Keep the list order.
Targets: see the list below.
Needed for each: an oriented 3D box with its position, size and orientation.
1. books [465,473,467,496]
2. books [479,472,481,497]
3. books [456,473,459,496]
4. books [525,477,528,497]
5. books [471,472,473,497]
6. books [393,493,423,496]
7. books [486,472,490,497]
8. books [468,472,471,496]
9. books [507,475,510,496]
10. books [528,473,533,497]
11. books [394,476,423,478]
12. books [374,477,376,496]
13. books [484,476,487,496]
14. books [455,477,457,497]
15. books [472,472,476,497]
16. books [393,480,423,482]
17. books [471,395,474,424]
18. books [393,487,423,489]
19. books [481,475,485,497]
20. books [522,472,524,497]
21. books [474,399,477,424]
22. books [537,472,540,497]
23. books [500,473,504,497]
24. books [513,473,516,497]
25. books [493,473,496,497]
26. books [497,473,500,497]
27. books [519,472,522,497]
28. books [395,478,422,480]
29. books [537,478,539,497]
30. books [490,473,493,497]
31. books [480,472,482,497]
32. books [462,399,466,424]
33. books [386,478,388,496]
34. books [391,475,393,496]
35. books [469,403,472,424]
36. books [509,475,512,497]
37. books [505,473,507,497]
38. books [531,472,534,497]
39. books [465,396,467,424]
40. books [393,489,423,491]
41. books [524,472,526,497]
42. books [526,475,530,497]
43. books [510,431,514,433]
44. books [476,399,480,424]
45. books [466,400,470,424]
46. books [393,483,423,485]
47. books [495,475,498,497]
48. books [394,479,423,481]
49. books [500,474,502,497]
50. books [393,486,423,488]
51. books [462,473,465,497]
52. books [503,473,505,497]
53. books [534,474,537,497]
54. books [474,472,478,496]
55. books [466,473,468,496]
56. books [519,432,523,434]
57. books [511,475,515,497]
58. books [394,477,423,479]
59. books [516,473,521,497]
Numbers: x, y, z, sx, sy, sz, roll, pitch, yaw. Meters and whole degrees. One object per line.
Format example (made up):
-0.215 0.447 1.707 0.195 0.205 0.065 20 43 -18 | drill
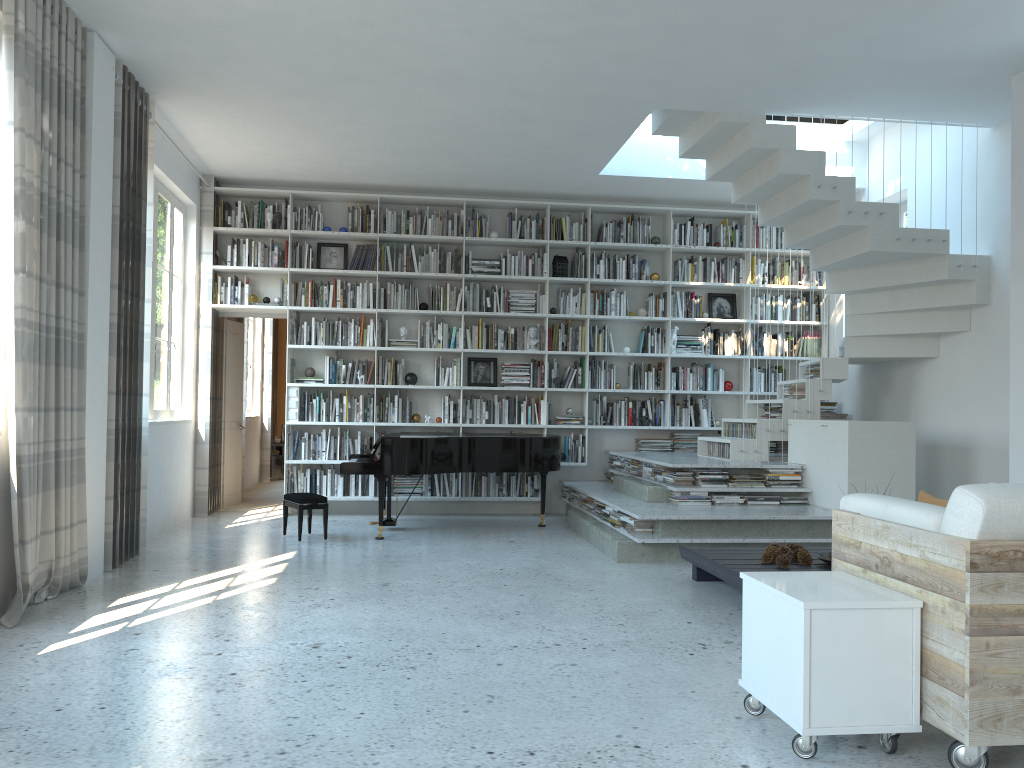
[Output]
-0.467 0.969 8.867 0.014 0.300 0.184 1 -1 -7 | books
-0.330 0.985 8.906 0.012 0.276 0.154 1 -1 -7 | books
-0.545 1.000 8.885 0.021 0.237 0.115 1 -1 -7 | books
0.137 1.036 8.954 0.024 0.191 0.155 1 -1 -7 | books
-0.407 0.952 8.884 0.012 0.337 0.144 1 -1 -7 | books
-1.034 1.099 8.815 0.285 0.007 0.159 1 -2 -7 | books
-0.241 0.977 8.911 0.026 0.294 0.155 1 -1 -7 | books
-0.427 0.989 8.892 0.025 0.263 0.145 1 -1 -7 | books
-0.042 1.022 8.945 0.040 0.212 0.129 1 -1 -7 | books
0.184 1.018 8.961 0.028 0.227 0.162 1 -1 -7 | books
-1.028 0.920 8.806 0.285 0.005 0.159 1 -2 -2 | books
-1.351 0.960 8.778 0.012 0.285 0.159 1 -1 -7 | books
-0.271 1.026 8.919 0.030 0.197 0.143 1 -1 -7 | books
-0.565 1.028 8.863 0.024 0.179 0.171 1 -1 -7 | books
-0.385 0.966 8.888 0.034 0.311 0.170 1 -1 -7 | books
-1.032 0.963 8.808 0.285 0.005 0.159 1 -2 -11 | books
-0.399 0.253 8.916 0.027 0.290 0.140 1 -1 -7 | books
-1.030 1.037 8.807 0.285 0.007 0.159 1 -2 -11 | books
-0.296 1.019 8.885 0.028 0.206 0.175 1 -1 -7 | books
0.099 1.011 8.954 0.028 0.238 0.140 1 -1 -7 | books
-0.373 0.275 8.913 0.024 0.247 0.132 1 -1 -7 | books
0.290 0.998 8.903 0.038 0.269 0.277 1 -1 -7 | books
-0.102 0.958 8.912 0.014 0.335 0.183 1 -1 -7 | books
0.026 0.982 8.928 0.011 0.292 0.184 1 -1 -7 | books
-0.185 0.995 8.921 0.028 0.261 0.132 1 -1 -7 | books
-0.138 0.983 8.912 0.013 0.285 0.185 1 -1 -7 | books
0.083 0.971 8.929 0.013 0.317 0.186 1 -1 -7 | books
-1.029 0.947 8.807 0.254 0.006 0.161 1 -2 -12 | books
0.250 1.043 8.967 0.023 0.182 0.148 1 -1 -7 | books
-0.214 1.007 8.917 0.030 0.234 0.138 1 -1 -7 | books
-0.318 0.995 8.908 0.012 0.255 0.150 1 -1 -7 | books
-0.487 0.275 8.894 0.029 0.244 0.154 1 -1 -7 | books
-1.244 0.989 8.779 0.023 0.231 0.164 1 -1 -7 | books
-1.194 0.965 8.795 0.027 0.282 0.129 1 -1 -7 | books
-0.423 0.293 8.896 0.024 0.208 0.170 1 -1 -7 | books
-0.013 1.025 8.916 0.010 0.206 0.180 1 -1 -7 | books
-0.072 0.996 8.932 0.024 0.262 0.131 1 -1 -7 | books
0.205 1.004 8.955 0.013 0.256 0.176 1 -1 -7 | books
-0.466 0.259 8.889 0.011 0.275 0.146 1 -1 -7 | books
-1.031 1.050 8.811 0.285 0.007 0.159 1 -2 -5 | books
0.121 1.002 8.942 0.011 0.258 0.171 1 -1 -7 | books
0.161 1.029 8.946 0.022 0.205 0.191 1 -1 -7 | books
-0.004 0.625 8.872 0.013 0.303 0.181 1 -1 -7 | books
-0.346 0.276 8.899 0.027 0.245 0.179 1 -1 -7 | books
-0.446 0.280 8.881 0.027 0.234 0.167 1 -1 -7 | books
-1.033 0.991 8.812 0.285 0.005 0.159 1 -2 -9 | books
-0.159 1.024 8.922 0.024 0.203 0.144 1 -1 -7 | books
-1.029 0.953 8.811 0.285 0.005 0.159 1 -2 -10 | books
-0.122 1.020 8.918 0.022 0.213 0.167 1 -1 -7 | books
-1.030 1.023 8.805 0.285 0.007 0.159 1 -2 -12 | books
-0.487 0.991 8.864 0.026 0.256 0.183 1 -1 -7 | books
-0.089 0.983 8.915 0.014 0.288 0.184 1 -1 -7 | books
0.226 1.024 8.952 0.029 0.217 0.191 1 -1 -7 | books
-0.359 0.999 8.901 0.022 0.247 0.144 1 -1 -7 | books
-0.455 0.950 8.886 0.014 0.340 0.140 1 -1 -7 | books
0.088 0.632 8.888 0.015 0.293 0.169 1 -1 -7 | books
0.006 1.023 8.923 0.029 0.210 0.170 1 -1 -7 | books
-1.030 0.931 8.818 0.285 0.005 0.159 1 -2 -7 | books
0.054 1.004 8.921 0.044 0.251 0.187 1 -1 -7 | books
